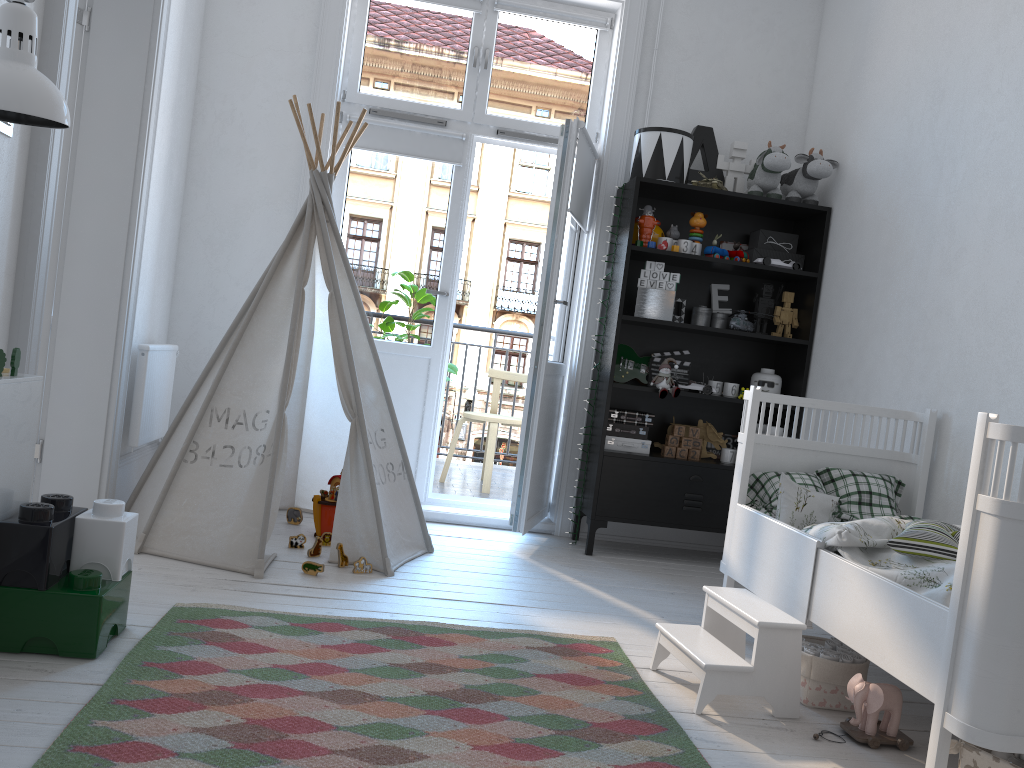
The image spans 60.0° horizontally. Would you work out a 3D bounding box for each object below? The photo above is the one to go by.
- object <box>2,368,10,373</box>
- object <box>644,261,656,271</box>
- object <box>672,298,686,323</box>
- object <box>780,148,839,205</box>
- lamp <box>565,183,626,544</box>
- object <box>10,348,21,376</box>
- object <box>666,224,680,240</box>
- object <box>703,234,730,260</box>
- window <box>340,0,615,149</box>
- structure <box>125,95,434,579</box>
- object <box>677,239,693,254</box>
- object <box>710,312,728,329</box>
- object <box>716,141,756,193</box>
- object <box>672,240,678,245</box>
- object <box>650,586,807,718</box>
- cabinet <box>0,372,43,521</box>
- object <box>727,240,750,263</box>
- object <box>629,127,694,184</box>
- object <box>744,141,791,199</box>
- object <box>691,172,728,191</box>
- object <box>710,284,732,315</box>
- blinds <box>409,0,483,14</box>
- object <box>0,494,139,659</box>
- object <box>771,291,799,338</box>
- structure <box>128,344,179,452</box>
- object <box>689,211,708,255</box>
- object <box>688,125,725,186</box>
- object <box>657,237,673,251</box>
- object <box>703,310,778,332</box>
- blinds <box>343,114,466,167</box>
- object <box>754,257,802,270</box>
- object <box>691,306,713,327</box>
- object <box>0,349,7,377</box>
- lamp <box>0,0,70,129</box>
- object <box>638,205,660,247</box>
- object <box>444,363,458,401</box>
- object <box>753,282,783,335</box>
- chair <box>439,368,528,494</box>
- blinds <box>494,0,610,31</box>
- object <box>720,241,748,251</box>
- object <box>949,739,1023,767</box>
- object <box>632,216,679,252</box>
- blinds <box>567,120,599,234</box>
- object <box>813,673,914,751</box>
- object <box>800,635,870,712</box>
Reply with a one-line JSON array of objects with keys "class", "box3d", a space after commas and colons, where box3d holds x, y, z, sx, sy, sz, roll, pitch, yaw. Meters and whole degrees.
[{"class": "object", "box3d": [-1.172, -0.032, 1.721, 0.111, 0.047, 0.902, 7, 2, -13]}, {"class": "object", "box3d": [0.618, -0.528, 3.976, 0.040, 0.040, 0.040, 7, 2, -3]}, {"class": "object", "box3d": [0.787, -0.341, 4.223, 0.070, 0.135, 0.028, 7, 2, -8]}, {"class": "object", "box3d": [1.308, -0.935, 4.072, 0.211, 0.253, 0.386, 7, 2, -24]}, {"class": "lamp", "box3d": [0.827, -0.035, 4.175, 0.985, 1.685, 0.095, 7, 2, -10]}, {"class": "object", "box3d": [-1.171, -0.052, 2.091, 0.009, 0.067, 0.054, 7, 2, -17]}, {"class": "object", "box3d": [0.748, -0.665, 4.144, 0.063, 0.160, 0.063, 6, 2, -29]}, {"class": "object", "box3d": [0.939, -0.620, 4.047, 0.121, 0.126, 0.087, 6, 2, -31]}, {"class": "window", "box3d": [-0.152, -1.561, 4.262, 1.263, 0.660, 0.101, 7, 2, -8]}, {"class": "structure", "box3d": [-0.807, -0.252, 3.460, 1.143, 1.750, 1.142, 6, 2, -32]}, {"class": "object", "box3d": [0.775, -0.611, 3.987, 0.067, 0.067, 0.067, 7, 2, -7]}, {"class": "object", "box3d": [1.003, -0.290, 4.135, 0.078, 0.091, 0.246, 7, 2, -13]}, {"class": "object", "box3d": [1.057, -0.994, 4.199, 0.190, 0.291, 0.065, 7, 2, -3]}, {"class": "object", "box3d": [0.734, -0.618, 4.041, 0.067, 0.067, 0.067, 6, 2, -34]}, {"class": "object", "box3d": [0.578, 0.708, 2.384, 0.288, 0.246, 0.332, 7, 2, -13]}, {"class": "cabinet", "box3d": [-1.215, 0.216, 1.710, 0.183, 0.454, 0.970, 7, 2, -8]}, {"class": "object", "box3d": [1.042, -0.608, 4.103, 0.087, 0.112, 0.121, 6, 2, -37]}, {"class": "object", "box3d": [0.702, -1.022, 4.107, 0.272, 0.259, 0.395, 8, 2, 21]}, {"class": "object", "box3d": [1.159, -0.954, 4.047, 0.154, 0.253, 0.370, 7, 2, 0]}, {"class": "object", "box3d": [0.896, -0.915, 4.028, 0.121, 0.100, 0.338, 8, 2, 27]}, {"class": "object", "box3d": [1.003, -0.407, 4.256, 0.107, 0.151, 0.055, 7, 2, -8]}, {"class": "blinds", "box3d": [-0.418, -1.845, 4.192, 0.565, 0.087, 0.032, 7, 2, -8]}, {"class": "object", "box3d": [-1.078, 0.451, 2.149, 0.246, 0.332, 0.246, 7, 2, -8]}, {"class": "object", "box3d": [1.276, -0.318, 4.125, 0.114, 0.221, 0.052, 7, 2, -8]}, {"class": "structure", "box3d": [-1.483, 0.062, 3.707, 0.075, 0.460, 0.635, 7, 2, -11]}, {"class": "object", "box3d": [0.837, -0.677, 4.031, 0.077, 0.213, 0.077, 8, 2, 26]}, {"class": "object", "box3d": [0.886, -1.044, 4.205, 0.343, 0.344, 0.057, 7, 2, -8]}, {"class": "object", "box3d": [0.687, -0.622, 3.990, 0.067, 0.067, 0.067, 7, 2, -7]}, {"class": "object", "box3d": [1.060, -0.288, 4.109, 0.368, 0.106, 0.349, 7, 2, -6]}, {"class": "blinds", "box3d": [-0.507, -1.158, 4.217, 0.565, 0.158, 0.032, 7, 2, -8]}, {"class": "object", "box3d": [1.209, -0.546, 4.039, 0.230, 0.048, 0.098, 7, 2, -18]}, {"class": "object", "box3d": [0.897, -0.314, 4.204, 0.095, 0.110, 0.095, 7, 2, -3]}, {"class": "object", "box3d": [-1.168, -0.049, 2.023, 0.007, 0.063, 0.029, 8, 2, 19]}, {"class": "lamp", "box3d": [-1.028, -0.843, 1.510, 0.200, 0.656, 0.651, 8, 2, 26]}, {"class": "object", "box3d": [0.609, -0.701, 3.976, 0.105, 0.203, 0.072, 7, 2, 0]}, {"class": "object", "box3d": [-0.666, -0.060, 5.339, 0.720, 1.225, 0.489, 7, 2, 2]}, {"class": "object", "box3d": [1.196, -0.350, 4.175, 0.117, 0.259, 0.081, 7, 2, -8]}, {"class": "chair", "box3d": [-0.107, 0.270, 5.402, 0.436, 0.716, 0.498, 9, 2, 37]}, {"class": "blinds", "box3d": [0.194, -1.782, 4.276, 0.565, 0.060, 0.032, 7, 2, -8]}, {"class": "object", "box3d": [1.167, -0.603, 4.278, 0.347, 0.132, 0.037, 7, 2, -8]}, {"class": "object", "box3d": [1.124, 0.833, 1.919, 0.360, 0.163, 0.242, 6, 2, -33]}, {"class": "object", "box3d": [0.633, -0.696, 4.051, 0.197, 0.197, 0.318, 7, 2, -11]}, {"class": "blinds", "box3d": [0.331, -0.927, 4.054, 0.032, 0.390, 0.565, 8, 2, 12]}, {"class": "object", "box3d": [0.858, 0.798, 2.182, 0.254, 0.152, 0.125, 7, 2, -9]}, {"class": "object", "box3d": [0.865, 0.794, 2.455, 0.215, 0.148, 0.240, 7, 2, -1]}]
